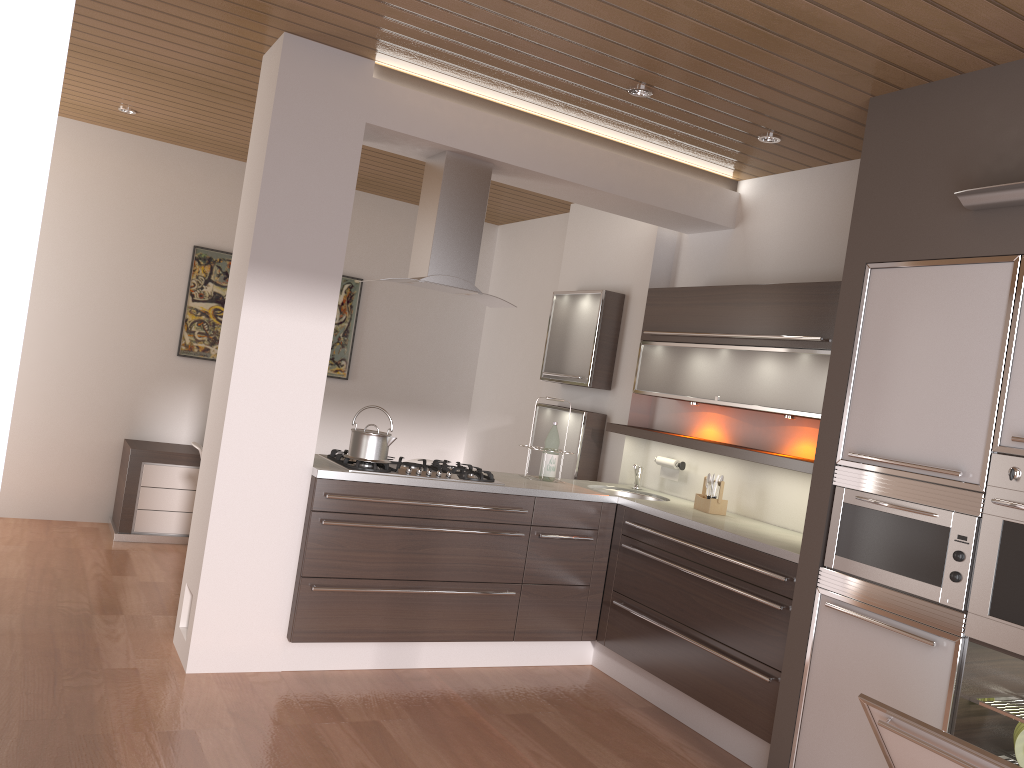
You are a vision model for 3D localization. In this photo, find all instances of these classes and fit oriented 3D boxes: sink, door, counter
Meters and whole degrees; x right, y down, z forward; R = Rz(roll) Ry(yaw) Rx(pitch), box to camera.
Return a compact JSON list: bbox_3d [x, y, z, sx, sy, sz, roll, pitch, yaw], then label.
[{"bbox_3d":[0.627,0.611,4.865,0.450,0.347,0.494,9,0,-23],"label":"sink"},{"bbox_3d":[0.708,0.156,0.841,2.300,2.700,0.101,9,0,-28],"label":"door"},{"bbox_3d":[0.261,0.554,4.016,2.150,0.036,1.850,9,0,-28],"label":"counter"}]

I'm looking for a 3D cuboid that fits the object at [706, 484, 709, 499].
[{"bbox_3d":[0.990,0.557,4.481,0.044,0.178,0.019,9,0,37],"label":"object"}]

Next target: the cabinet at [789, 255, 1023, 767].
[{"bbox_3d":[1.673,0.584,2.586,1.047,1.948,1.796,9,0,-28],"label":"cabinet"}]

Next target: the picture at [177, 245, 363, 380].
[{"bbox_3d":[-1.782,-0.511,6.648,1.277,0.801,0.018,9,0,-28],"label":"picture"}]

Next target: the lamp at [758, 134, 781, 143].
[{"bbox_3d":[1.192,-1.154,4.094,0.102,0.055,0.102,9,0,0],"label":"lamp"}]

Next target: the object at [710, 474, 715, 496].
[{"bbox_3d":[1.011,0.550,4.482,0.018,0.196,0.022,9,0,-27],"label":"object"}]

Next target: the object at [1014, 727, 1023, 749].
[{"bbox_3d":[1.665,1.145,2.761,0.177,0.173,0.042,9,0,27],"label":"object"}]

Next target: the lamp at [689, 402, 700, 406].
[{"bbox_3d":[0.985,0.108,4.782,0.056,0.018,0.056,9,0,33],"label":"lamp"}]

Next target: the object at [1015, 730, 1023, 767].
[{"bbox_3d":[1.654,1.143,2.739,0.177,0.173,0.042,9,0,27],"label":"object"}]

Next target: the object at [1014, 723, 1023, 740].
[{"bbox_3d":[1.688,1.149,2.803,0.177,0.173,0.042,9,0,27],"label":"object"}]

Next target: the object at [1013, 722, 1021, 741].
[{"bbox_3d":[1.710,1.152,2.846,0.177,0.173,0.042,9,0,27],"label":"object"}]

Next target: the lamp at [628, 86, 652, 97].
[{"bbox_3d":[0.544,-1.254,3.739,0.102,0.055,0.102,9,0,33],"label":"lamp"}]

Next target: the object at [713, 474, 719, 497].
[{"bbox_3d":[1.020,0.552,4.476,0.020,0.196,0.017,9,0,-5],"label":"object"}]

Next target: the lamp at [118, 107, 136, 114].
[{"bbox_3d":[-2.359,-1.701,5.445,0.102,0.055,0.102,9,0,45],"label":"lamp"}]

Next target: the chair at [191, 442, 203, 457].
[{"bbox_3d":[-1.440,0.763,4.689,0.608,0.847,0.491,9,0,-23],"label":"chair"}]

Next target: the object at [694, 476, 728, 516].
[{"bbox_3d":[1.018,0.566,4.515,0.100,0.170,0.173,9,0,-17],"label":"object"}]

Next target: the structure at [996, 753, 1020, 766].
[{"bbox_3d":[1.781,1.259,2.699,0.479,0.012,0.583,9,0,-28],"label":"structure"}]

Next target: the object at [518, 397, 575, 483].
[{"bbox_3d":[0.200,0.298,4.859,0.291,0.453,0.210,9,0,-23],"label":"object"}]

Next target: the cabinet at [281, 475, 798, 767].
[{"bbox_3d":[0.192,1.002,4.017,2.150,0.870,1.850,9,0,-28],"label":"cabinet"}]

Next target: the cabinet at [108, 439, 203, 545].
[{"bbox_3d":[-1.898,0.812,6.381,1.740,0.608,0.540,9,0,-28],"label":"cabinet"}]

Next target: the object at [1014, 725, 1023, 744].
[{"bbox_3d":[1.676,1.147,2.782,0.177,0.173,0.042,9,0,27],"label":"object"}]

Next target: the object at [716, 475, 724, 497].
[{"bbox_3d":[1.035,0.551,4.469,0.042,0.192,0.040,9,0,20],"label":"object"}]

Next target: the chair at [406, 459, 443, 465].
[{"bbox_3d":[-0.712,0.875,5.301,0.491,0.847,0.608,9,0,32],"label":"chair"}]

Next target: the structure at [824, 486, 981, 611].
[{"bbox_3d":[1.321,0.552,3.072,0.049,0.301,0.569,9,0,-28],"label":"structure"}]

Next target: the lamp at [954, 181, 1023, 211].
[{"bbox_3d":[1.730,-0.571,2.499,0.139,0.033,1.020,9,0,-28],"label":"lamp"}]

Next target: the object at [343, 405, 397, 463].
[{"bbox_3d":[-0.648,0.224,4.090,0.221,0.251,0.221,9,0,-36],"label":"object"}]

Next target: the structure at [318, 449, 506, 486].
[{"bbox_3d":[-0.487,0.398,4.322,0.797,0.047,0.494,9,0,-28],"label":"structure"}]

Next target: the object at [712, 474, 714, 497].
[{"bbox_3d":[1.005,0.550,4.460,0.023,0.196,0.018,9,0,-27],"label":"object"}]

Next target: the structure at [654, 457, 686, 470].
[{"bbox_3d":[0.911,0.449,5.020,0.087,0.049,0.237,9,0,-28],"label":"structure"}]

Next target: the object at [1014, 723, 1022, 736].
[{"bbox_3d":[1.699,1.150,2.825,0.177,0.173,0.042,9,0,27],"label":"object"}]

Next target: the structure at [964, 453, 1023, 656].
[{"bbox_3d":[1.599,0.526,2.541,0.066,0.583,0.582,9,0,-28],"label":"structure"}]

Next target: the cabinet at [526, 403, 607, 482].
[{"bbox_3d":[0.316,0.451,5.685,0.194,0.600,0.598,9,0,-28],"label":"cabinet"}]

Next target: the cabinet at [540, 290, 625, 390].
[{"bbox_3d":[0.387,-0.297,5.640,0.172,0.600,0.619,9,0,-43],"label":"cabinet"}]

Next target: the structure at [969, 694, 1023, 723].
[{"bbox_3d":[1.811,1.063,2.699,0.479,0.012,0.583,9,0,-28],"label":"structure"}]

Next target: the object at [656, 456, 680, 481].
[{"bbox_3d":[0.877,0.478,5.021,0.053,0.119,0.165,9,0,-29],"label":"object"}]

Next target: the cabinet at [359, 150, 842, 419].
[{"bbox_3d":[0.484,-0.500,4.110,2.058,1.032,1.399,9,0,-24],"label":"cabinet"}]

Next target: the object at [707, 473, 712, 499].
[{"bbox_3d":[0.989,0.544,4.453,0.042,0.192,0.040,9,0,18],"label":"object"}]

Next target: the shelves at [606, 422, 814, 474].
[{"bbox_3d":[1.123,0.338,4.460,0.313,0.050,1.850,9,0,-28],"label":"shelves"}]

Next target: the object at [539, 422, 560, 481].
[{"bbox_3d":[0.211,0.365,4.811,0.091,0.319,0.091,9,0,7],"label":"object"}]

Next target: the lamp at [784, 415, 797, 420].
[{"bbox_3d":[1.310,0.158,4.175,0.056,0.018,0.056,9,0,33],"label":"lamp"}]
